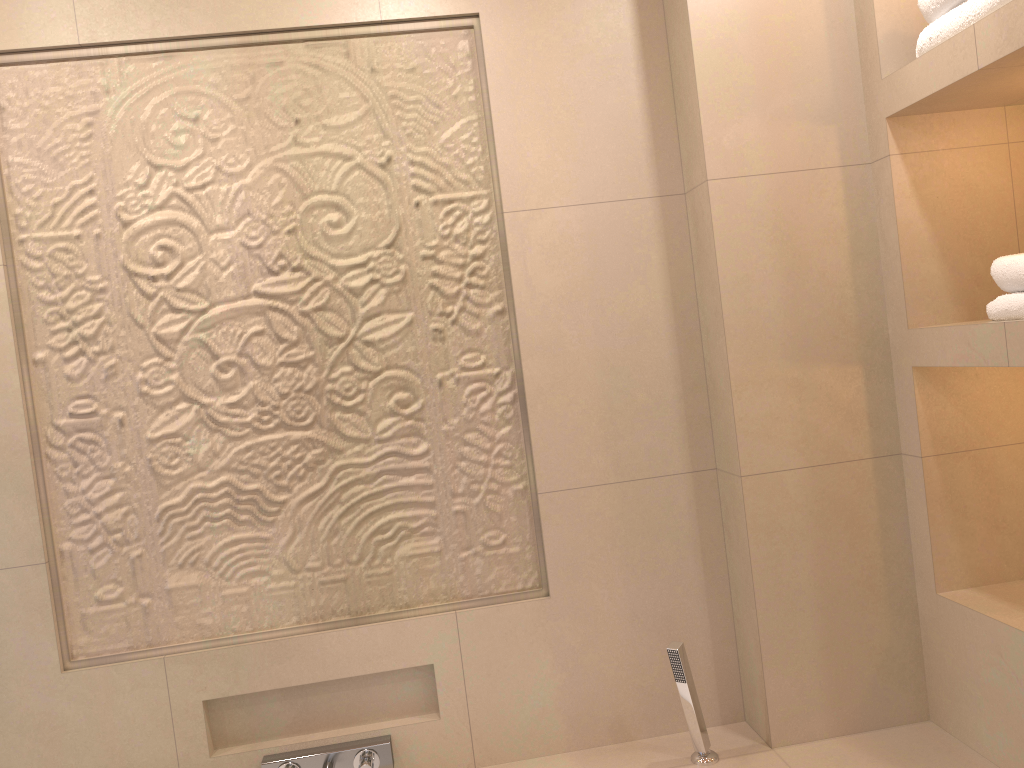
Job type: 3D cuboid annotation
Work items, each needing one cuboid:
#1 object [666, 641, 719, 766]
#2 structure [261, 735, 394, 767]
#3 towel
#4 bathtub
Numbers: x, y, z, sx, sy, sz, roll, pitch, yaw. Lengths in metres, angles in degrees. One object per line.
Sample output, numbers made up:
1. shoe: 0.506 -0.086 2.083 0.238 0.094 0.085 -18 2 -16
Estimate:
1. object: 0.384 0.678 1.896 0.059 0.280 0.114 -5 3 39
2. structure: -0.395 0.854 1.846 0.290 0.097 0.259 -7 2 -6
3. towel: -0.472 -0.301 1.410 3.195 0.726 0.517 -7 2 -6
4. bathtub: -0.305 1.191 1.459 2.662 0.540 1.060 -7 2 -6
